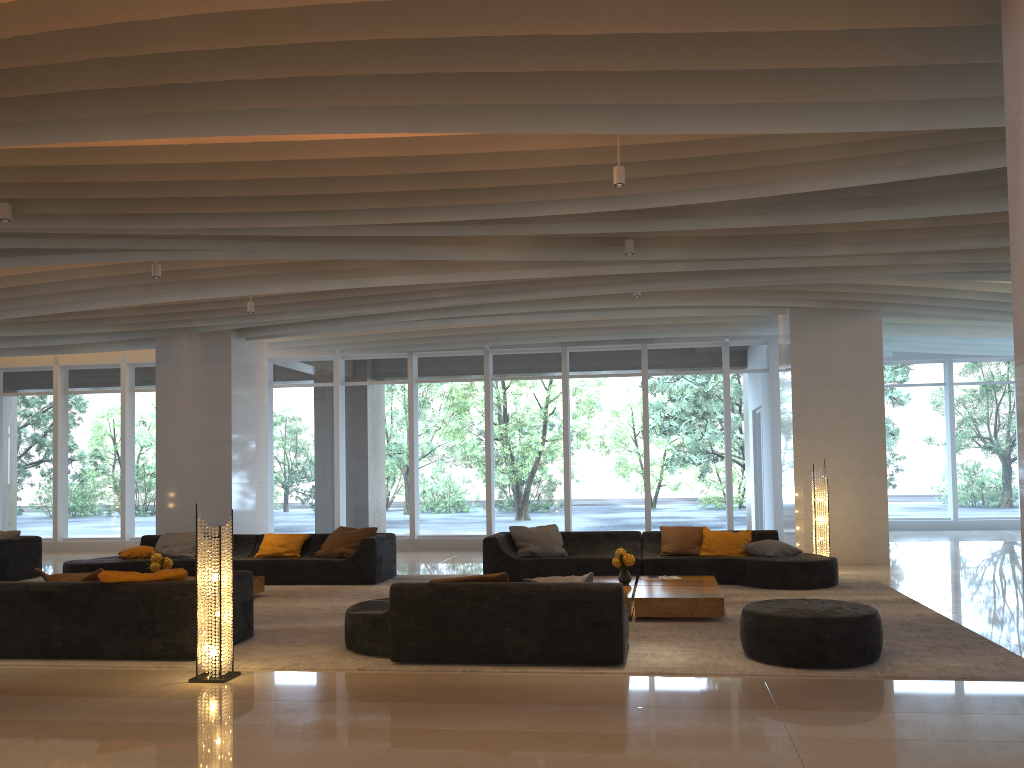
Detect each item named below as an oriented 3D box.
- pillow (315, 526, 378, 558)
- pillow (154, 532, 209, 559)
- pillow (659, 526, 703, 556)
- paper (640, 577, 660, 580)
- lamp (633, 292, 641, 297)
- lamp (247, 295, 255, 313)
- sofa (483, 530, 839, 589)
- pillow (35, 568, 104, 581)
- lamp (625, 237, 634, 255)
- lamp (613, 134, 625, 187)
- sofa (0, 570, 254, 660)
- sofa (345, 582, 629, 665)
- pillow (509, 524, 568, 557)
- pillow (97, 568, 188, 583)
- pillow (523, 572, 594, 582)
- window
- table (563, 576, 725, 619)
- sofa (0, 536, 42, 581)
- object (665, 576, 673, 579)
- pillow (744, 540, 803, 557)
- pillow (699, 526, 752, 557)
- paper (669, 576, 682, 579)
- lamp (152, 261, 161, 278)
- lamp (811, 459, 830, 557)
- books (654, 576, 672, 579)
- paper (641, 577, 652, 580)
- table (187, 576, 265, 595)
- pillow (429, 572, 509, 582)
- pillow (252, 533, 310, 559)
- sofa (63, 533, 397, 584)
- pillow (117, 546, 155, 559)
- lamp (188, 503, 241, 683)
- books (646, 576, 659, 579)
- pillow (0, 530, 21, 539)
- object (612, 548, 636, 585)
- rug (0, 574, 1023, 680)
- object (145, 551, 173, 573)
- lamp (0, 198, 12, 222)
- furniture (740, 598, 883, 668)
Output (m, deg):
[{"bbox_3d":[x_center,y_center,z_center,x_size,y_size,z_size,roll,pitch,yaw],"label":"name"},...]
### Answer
[{"bbox_3d":[-2.141,2.040,11.457,0.630,0.376,0.557,-4,-5,31],"label":"pillow"},{"bbox_3d":[-4.394,2.161,11.678,0.661,0.415,0.465,-2,-4,9],"label":"pillow"},{"bbox_3d":[2.098,1.933,10.850,0.573,0.373,0.373,-2,-4,7],"label":"pillow"},{"bbox_3d":[1.448,2.030,9.275,0.197,0.001,0.264,-1,-6,0],"label":"paper"},{"bbox_3d":[1.535,-1.832,10.997,0.090,1.502,0.088,1,-3,-36],"label":"lamp"},{"bbox_3d":[-3.427,-1.682,11.632,0.089,1.502,0.089,-1,-2,0],"label":"lamp"},{"bbox_3d":[1.748,2.095,10.749,4.148,0.580,1.354,-2,-5,15],"label":"sofa"},{"bbox_3d":[-3.467,1.662,7.102,0.598,0.408,0.448,-2,-4,10],"label":"pillow"},{"bbox_3d":[1.153,-2.035,8.821,0.090,1.502,0.088,1,-3,-36],"label":"lamp"},{"bbox_3d":[0.793,-2.236,6.677,0.090,1.502,0.088,1,-3,-36],"label":"lamp"},{"bbox_3d":[-4.093,1.859,7.245,3.758,0.581,0.949,-2,-5,8],"label":"sofa"},{"bbox_3d":[-0.223,1.760,6.897,2.241,0.575,1.366,-2,-5,8],"label":"sofa"},{"bbox_3d":[0.325,1.963,11.120,0.643,0.376,0.545,0,-5,-13],"label":"pillow"},{"bbox_3d":[-2.845,1.615,6.944,0.643,0.376,0.545,0,-5,-13],"label":"pillow"},{"bbox_3d":[0.381,1.553,6.592,0.562,0.344,0.460,-2,-4,7],"label":"pillow"},{"bbox_3d":[-5.359,0.983,13.946,55.215,3.211,21.920,2,-6,-26],"label":"window"},{"bbox_3d":[1.215,2.089,8.695,1.593,0.219,1.614,-2,-6,9],"label":"table"},{"bbox_3d":[-8.458,2.413,12.178,3.758,0.581,0.949,-2,-5,8],"label":"sofa"},{"bbox_3d":[1.604,2.019,9.279,0.106,0.014,0.180,0,-6,-10],"label":"object"},{"bbox_3d":[3.097,1.960,10.514,0.595,0.208,0.434,2,-6,-31],"label":"pillow"},{"bbox_3d":[2.583,1.928,10.723,0.601,0.402,0.480,-2,-4,16],"label":"pillow"},{"bbox_3d":[1.658,2.026,9.282,0.186,0.001,0.257,-1,-6,-4],"label":"paper"},{"bbox_3d":[-3.800,-1.885,9.474,0.090,1.502,0.088,0,-2,-18],"label":"lamp"},{"bbox_3d":[3.954,1.693,11.362,0.249,1.447,0.252,-1,-2,9],"label":"lamp"},{"bbox_3d":[1.551,2.022,9.268,0.213,0.011,0.181,0,-6,-10],"label":"books"},{"bbox_3d":[1.452,2.029,9.278,0.186,0.001,0.257,-1,-6,1],"label":"paper"},{"bbox_3d":[-3.731,2.242,9.372,1.593,0.219,1.614,-2,-6,9],"label":"table"},{"bbox_3d":[-0.268,1.569,6.572,0.601,0.391,0.401,-2,-4,11],"label":"pillow"},{"bbox_3d":[-2.994,2.136,11.488,0.634,0.393,0.453,-2,-4,8],"label":"pillow"},{"bbox_3d":[-3.635,2.247,11.346,4.126,0.581,1.361,-2,-5,7],"label":"sofa"},{"bbox_3d":[-4.925,2.222,11.641,0.455,0.192,0.580,1,-6,-26],"label":"pillow"},{"bbox_3d":[-2.038,1.414,6.082,0.249,1.195,0.252,-1,-2,9],"label":"lamp"},{"bbox_3d":[1.473,2.021,9.283,0.112,0.011,0.182,-1,-6,0],"label":"books"},{"bbox_3d":[-7.165,2.195,12.145,0.630,0.376,0.557,-4,-5,31],"label":"pillow"},{"bbox_3d":[1.115,1.804,8.819,0.235,0.376,0.268,-2,-3,11],"label":"object"},{"bbox_3d":[-4.048,2.364,9.413,16.139,0.022,5.558,-2,-6,8],"label":"rug"},{"bbox_3d":[-3.665,1.927,9.217,0.262,0.376,0.240,-3,-4,31],"label":"object"},{"bbox_3d":[-4.167,-2.088,7.299,0.089,1.502,0.089,-1,-2,0],"label":"lamp"},{"bbox_3d":[2.142,1.776,6.379,0.974,0.363,0.996,-3,-5,18],"label":"furniture"}]
